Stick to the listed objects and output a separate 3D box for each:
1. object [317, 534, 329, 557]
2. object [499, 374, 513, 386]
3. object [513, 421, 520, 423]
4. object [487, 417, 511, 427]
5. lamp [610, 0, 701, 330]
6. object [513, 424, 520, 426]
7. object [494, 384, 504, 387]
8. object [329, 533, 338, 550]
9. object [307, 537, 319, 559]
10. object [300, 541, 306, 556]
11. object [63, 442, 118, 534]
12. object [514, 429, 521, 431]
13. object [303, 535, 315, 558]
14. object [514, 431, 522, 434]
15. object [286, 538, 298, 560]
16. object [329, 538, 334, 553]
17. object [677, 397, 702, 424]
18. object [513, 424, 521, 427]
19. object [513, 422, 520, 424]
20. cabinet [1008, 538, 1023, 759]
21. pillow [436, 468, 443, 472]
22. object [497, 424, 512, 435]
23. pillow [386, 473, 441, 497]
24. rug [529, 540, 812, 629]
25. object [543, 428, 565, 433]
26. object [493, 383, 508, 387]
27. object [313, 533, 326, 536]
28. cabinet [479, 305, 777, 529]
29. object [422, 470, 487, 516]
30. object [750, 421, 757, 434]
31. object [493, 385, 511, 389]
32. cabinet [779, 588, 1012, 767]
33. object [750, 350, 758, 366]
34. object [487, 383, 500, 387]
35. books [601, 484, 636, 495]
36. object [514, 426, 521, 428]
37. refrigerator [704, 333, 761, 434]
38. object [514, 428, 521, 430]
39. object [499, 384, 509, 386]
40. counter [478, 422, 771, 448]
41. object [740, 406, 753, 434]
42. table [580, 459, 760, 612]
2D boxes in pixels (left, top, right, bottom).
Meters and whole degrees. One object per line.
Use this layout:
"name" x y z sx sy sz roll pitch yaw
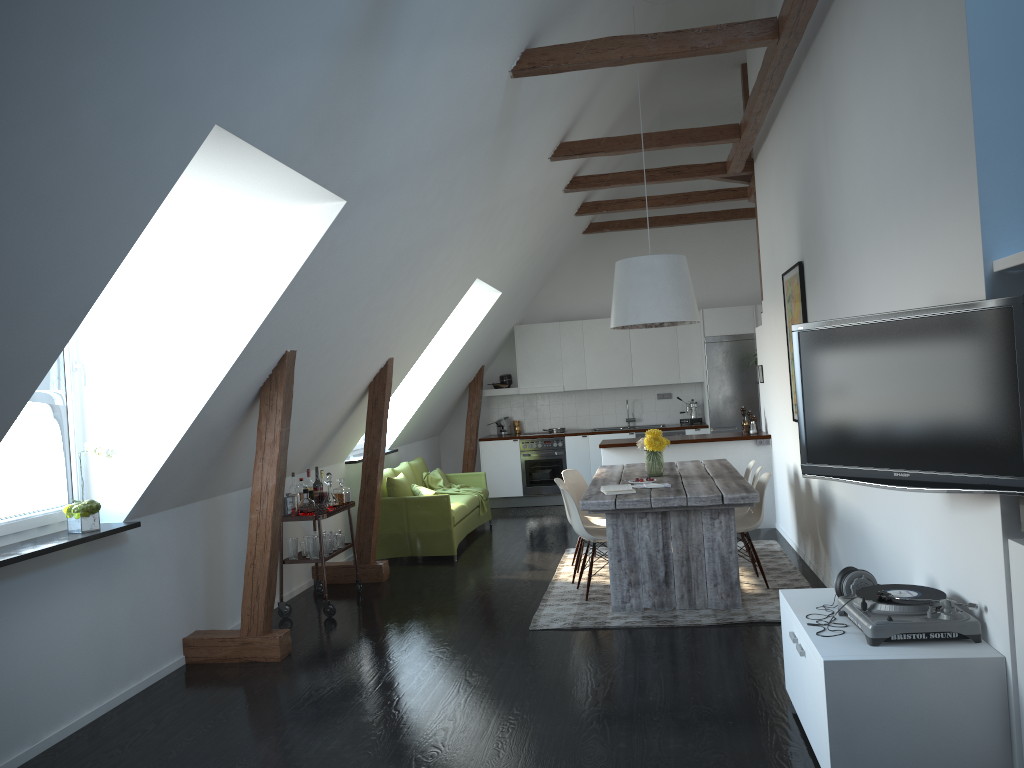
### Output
"object" -1.380 1.188 6.511 0.087 0.155 0.087 -4 0 -19
"object" -0.082 -0.054 11.987 0.190 0.166 0.200 -4 0 -28
"object" 0.064 0.520 12.037 0.100 0.047 0.099 -4 0 4
"object" -0.188 0.537 12.006 0.371 0.169 0.203 -4 0 -19
"lamp" 1.035 -1.856 6.866 0.757 2.813 0.697 -4 0 -31
"object" 0.066 0.557 12.038 0.100 0.036 0.100 -4 0 -25
"object" -0.178 0.021 11.885 0.065 0.065 0.332 -4 0 -24
"object" -1.370 1.206 6.770 0.095 0.119 0.095 -4 0 -29
"object" -1.436 1.192 6.429 0.087 0.155 0.087 -4 0 -19
"object" -1.535 1.227 6.616 0.092 0.099 0.092 -4 0 -14
"object" -2.172 0.529 4.568 0.309 0.461 0.131 -4 0 27
"object" 0.078 0.634 12.038 0.100 0.048 0.099 -4 0 27
"object" -1.484 1.196 6.514 0.087 0.155 0.087 -4 0 -19
"object" 0.081 0.656 12.039 0.100 0.036 0.100 -4 0 5
"object" -1.596 1.203 6.456 0.087 0.155 0.087 -4 0 -19
"object" -1.380 1.217 6.663 0.092 0.099 0.092 -4 0 -14
"object" 2.296 0.340 11.584 0.353 0.370 0.206 -4 0 -35
"object" 0.068 0.575 12.042 0.099 0.057 0.101 -4 0 20
"object" 0.064 0.540 12.038 0.100 0.036 0.100 -4 0 37
"cabinet" 2.092 0.957 2.623 0.869 0.921 0.638 -4 0 9
"pillow" -0.824 1.099 9.971 0.210 0.275 0.462 -4 0 7
"object" -0.092 0.609 11.961 0.200 0.154 0.348 -4 0 -12
"pillow" -0.867 1.034 8.434 0.600 0.387 0.475 -4 0 6
"rug" 1.240 1.485 6.817 1.898 0.022 2.677 -4 0 9
"object" 0.539 0.609 11.722 0.351 0.061 0.232 -4 0 -18
"object" -0.166 0.013 11.893 0.061 0.077 0.331 -4 0 -33
"object" -1.480 1.214 6.837 0.095 0.119 0.095 -4 0 -29
"cabinet" 1.515 0.311 10.393 4.208 2.369 3.033 -4 0 9
"object" -0.623 1.197 9.816 0.722 0.493 0.711 -4 0 4
"object" 2.425 0.437 8.921 0.069 0.135 0.069 -4 0 -16
"object" -0.130 0.035 11.932 0.243 0.056 0.350 -4 0 -2
"cabinet" 1.488 1.209 3.627 0.623 0.507 1.069 -4 0 9
"object" 2.819 -0.282 9.564 0.493 0.486 0.506 -4 0 28
"object" -0.196 0.025 11.980 0.357 0.075 0.244 -4 0 -20
"books" 0.725 0.719 6.079 0.202 0.042 0.251 -4 0 -3
"object" 0.072 0.597 12.042 0.099 0.043 0.100 -4 0 -4
"refrigerator" 2.752 0.326 10.962 0.609 1.868 0.031 -4 0 9
"object" 0.075 0.617 12.040 0.099 0.051 0.099 -4 0 -5
"object" -0.132 0.014 11.933 0.065 0.031 0.335 -4 0 -34
"counter" 1.105 0.619 10.433 3.365 0.038 3.085 -4 0 9
"object" 2.401 0.366 9.052 0.123 0.283 0.061 -4 0 9
"table" 1.205 1.101 6.839 1.141 0.788 2.421 -4 0 9
